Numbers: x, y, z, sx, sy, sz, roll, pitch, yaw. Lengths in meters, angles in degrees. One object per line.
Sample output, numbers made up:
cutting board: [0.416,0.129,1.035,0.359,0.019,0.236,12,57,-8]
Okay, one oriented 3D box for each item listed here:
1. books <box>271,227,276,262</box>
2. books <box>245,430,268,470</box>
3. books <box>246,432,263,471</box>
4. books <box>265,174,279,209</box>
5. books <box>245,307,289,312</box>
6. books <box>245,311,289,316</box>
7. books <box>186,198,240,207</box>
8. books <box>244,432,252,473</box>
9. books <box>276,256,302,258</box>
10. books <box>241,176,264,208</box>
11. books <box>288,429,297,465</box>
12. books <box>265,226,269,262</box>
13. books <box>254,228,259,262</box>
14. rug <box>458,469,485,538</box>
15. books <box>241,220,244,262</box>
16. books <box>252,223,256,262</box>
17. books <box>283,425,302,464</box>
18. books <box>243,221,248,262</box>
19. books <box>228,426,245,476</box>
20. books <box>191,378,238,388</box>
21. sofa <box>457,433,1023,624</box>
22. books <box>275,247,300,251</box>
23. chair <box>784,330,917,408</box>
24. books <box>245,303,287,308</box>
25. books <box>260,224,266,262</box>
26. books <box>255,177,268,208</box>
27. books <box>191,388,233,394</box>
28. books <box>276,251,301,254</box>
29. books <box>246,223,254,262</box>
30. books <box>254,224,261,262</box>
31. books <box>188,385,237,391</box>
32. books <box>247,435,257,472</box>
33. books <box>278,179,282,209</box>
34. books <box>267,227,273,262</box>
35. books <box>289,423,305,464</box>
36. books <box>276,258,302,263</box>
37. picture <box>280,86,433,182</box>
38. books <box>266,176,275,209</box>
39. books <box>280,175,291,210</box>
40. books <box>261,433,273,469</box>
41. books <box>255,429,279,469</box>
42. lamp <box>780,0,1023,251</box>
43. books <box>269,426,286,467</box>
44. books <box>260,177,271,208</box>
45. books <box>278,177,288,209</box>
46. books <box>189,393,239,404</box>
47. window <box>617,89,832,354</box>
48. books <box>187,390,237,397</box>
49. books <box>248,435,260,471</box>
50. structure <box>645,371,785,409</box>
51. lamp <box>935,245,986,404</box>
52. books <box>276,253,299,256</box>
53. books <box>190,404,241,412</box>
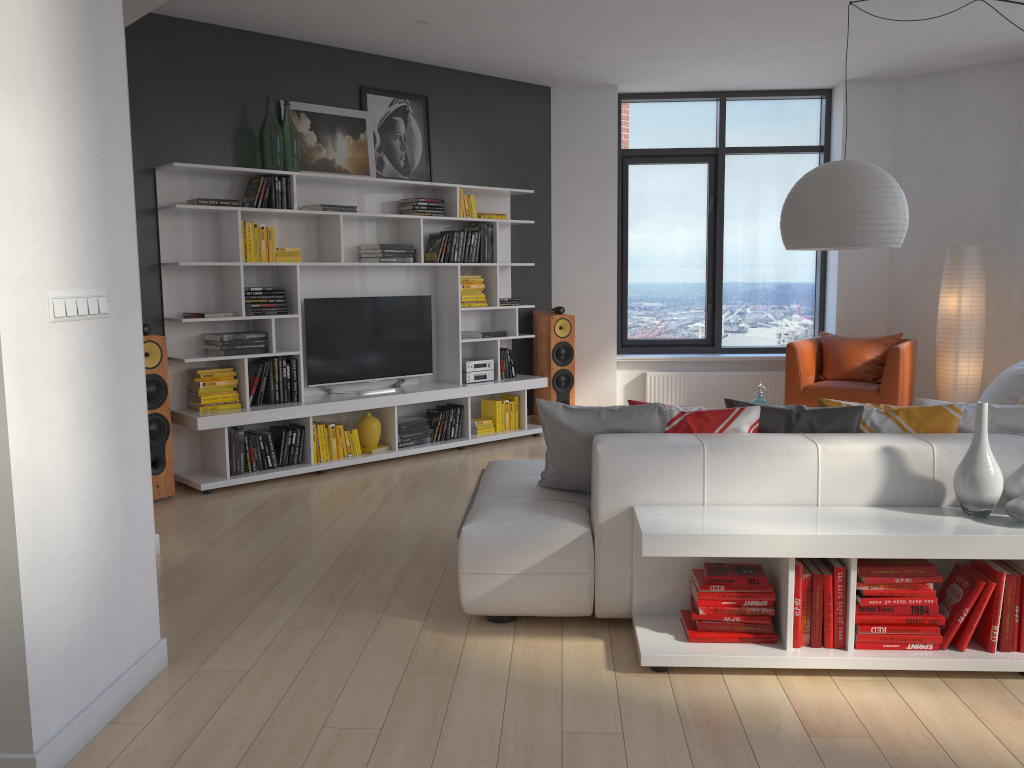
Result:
books: [-1.650,-0.937,5.993,0.024,0.234,0.172,-7,9,-41]
books: [-1.715,0.442,5.955,0.066,0.255,0.193,-7,9,-42]
books: [-1.729,0.450,5.929,0.050,0.242,0.169,-7,9,-42]
books: [-1.622,-1.284,5.969,0.025,0.232,0.176,-7,9,-41]
books: [-1.678,-0.505,5.994,0.270,0.025,0.189,-7,9,-42]
books: [-1.677,-0.480,5.995,0.263,0.026,0.189,-7,9,-43]
books: [-1.920,-1.156,5.695,0.268,0.046,0.208,-6,9,-38]
books: [-1.799,0.443,5.889,0.053,0.268,0.202,-7,9,-42]
books: [-1.561,-0.869,6.067,0.196,0.011,0.148,-7,9,-41]
books: [-1.721,-1.264,5.882,0.096,0.213,0.166,-7,9,-43]
books: [-1.552,0.427,6.100,0.071,0.243,0.179,-7,9,-42]
books: [-1.688,-0.935,5.960,0.023,0.239,0.169,-7,9,-41]
books: [-1.733,-0.920,5.896,0.024,0.229,0.156,-7,9,-42]
rug: [0.911,0.689,5.345,2.326,0.016,1.662,0,7,3]
books: [-1.819,-0.932,5.824,0.029,0.270,0.204,-7,9,-41]
books: [-1.761,-0.937,5.897,0.015,0.263,0.199,-7,9,-41]
books: [-1.532,0.420,6.133,0.084,0.249,0.191,-7,9,-41]
books: [-1.805,-0.935,5.848,0.025,0.270,0.213,-7,9,-41]
books: [-1.870,0.428,5.830,0.128,0.321,0.259,-7,9,-41]
books: [-1.963,-0.012,5.846,0.250,0.035,0.185,-6,9,-38]
sofa: [1.561,0.420,4.528,3.424,0.732,2.614,0,7,3]
books: [-1.569,-0.918,6.066,0.186,0.026,0.138,-7,9,-41]
chair: [2.800,0.010,7.268,0.896,0.858,0.843,4,8,35]
books: [-1.695,-0.534,6.000,0.266,0.030,0.209,-7,9,-43]
books: [-1.708,-0.938,5.938,0.035,0.250,0.185,-7,9,-41]
books: [-1.701,-1.267,5.908,0.087,0.214,0.171,-7,9,-41]
books: [-1.970,0.039,5.824,0.228,0.024,0.152,-6,9,-37]
books: [-1.558,-0.898,6.061,0.187,0.014,0.134,-7,9,-41]
books: [-1.782,-0.932,5.876,0.044,0.255,0.198,-7,9,-41]
books: [-1.730,-0.936,5.922,0.019,0.251,0.180,-7,9,-41]
books: [-1.973,0.015,5.843,0.251,0.019,0.180,-7,9,-41]
books: [-1.773,0.456,5.909,0.053,0.240,0.189,-7,9,-41]
books: [-1.600,-1.271,5.984,0.021,0.200,0.147,-7,9,-41]
books: [-1.667,-0.934,5.973,0.024,0.234,0.172,-7,9,-41]
books: [-1.507,0.412,6.156,0.066,0.260,0.197,-7,9,-41]
books: [-1.559,-0.846,6.066,0.190,0.033,0.147,-7,9,-41]
picture: [-1.112,-1.848,6.554,1.279,0.707,0.076,-7,9,-41]
books: [-1.636,-1.276,5.950,0.021,0.221,0.156,-7,9,-41]
books: [-1.553,-1.291,6.015,0.019,0.230,0.174,-7,9,-41]
books: [-1.687,0.445,5.970,0.066,0.242,0.177,-7,9,-42]
books: [-1.664,0.438,5.995,0.083,0.249,0.191,-7,9,-41]
lamp: [2.691,-0.452,3.672,3.199,2.647,0.710,5,9,39]
books: [-1.617,0.424,6.063,0.066,0.260,0.197,-7,9,-41]
books: [-1.672,-1.269,5.918,0.074,0.212,0.154,-7,9,-42]
books: [-1.579,-1.282,6.003,0.038,0.218,0.169,-7,9,-41]
books: [-1.964,0.085,5.843,0.255,0.044,0.198,-7,9,-41]
window: [1.939,-1.487,8.305,1.960,2.402,0.170,0,7,3]
books: [-1.976,0.054,5.848,0.263,0.015,0.198,-6,9,-38]
books: [-1.750,0.455,5.920,0.049,0.236,0.170,-7,9,-41]
structure: [1.968,0.111,8.165,1.474,0.460,0.110,0,7,3]
lamp: [3.672,-0.301,6.899,0.502,1.550,0.804,-6,9,-36]
books: [-1.552,-0.880,6.048,0.169,0.018,0.113,-6,9,-40]
books: [-1.953,0.147,5.841,0.270,0.029,0.204,-6,9,-36]
